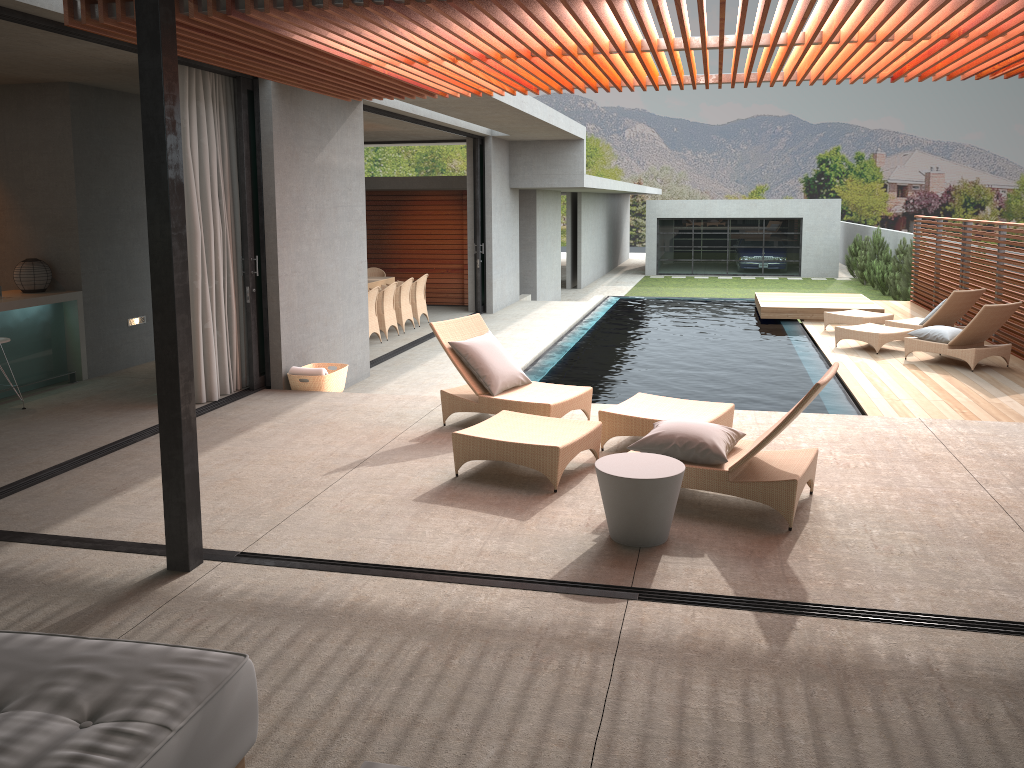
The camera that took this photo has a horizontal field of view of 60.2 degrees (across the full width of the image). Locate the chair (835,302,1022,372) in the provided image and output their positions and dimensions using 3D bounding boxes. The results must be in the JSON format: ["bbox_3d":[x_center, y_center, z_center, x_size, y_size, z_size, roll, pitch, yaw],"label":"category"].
[{"bbox_3d":[5.409,-0.768,11.676,0.702,0.818,2.317,-5,12,-26],"label":"chair"}]

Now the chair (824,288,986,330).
[{"bbox_3d":[5.833,-1.105,13.290,0.702,0.818,2.317,-5,12,-27],"label":"chair"}]

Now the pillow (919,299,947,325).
[{"bbox_3d":[6.198,-1.038,12.613,0.610,0.422,0.431,-6,11,-29],"label":"pillow"}]

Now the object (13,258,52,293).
[{"bbox_3d":[-4.751,-1.077,8.762,0.340,0.331,0.344,0,9,4],"label":"object"}]

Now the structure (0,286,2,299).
[{"bbox_3d":[-4.856,-1.001,8.135,0.258,0.437,0.098,2,8,13],"label":"structure"}]

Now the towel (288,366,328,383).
[{"bbox_3d":[-1.941,-0.025,8.601,0.369,0.308,0.313,2,10,13],"label":"towel"}]

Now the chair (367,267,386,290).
[{"bbox_3d":[-2.616,-1.664,16.049,0.617,0.854,0.637,2,9,13],"label":"chair"}]

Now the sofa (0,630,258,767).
[{"bbox_3d":[-1.445,0.977,2.057,1.013,0.724,1.616,2,11,13],"label":"sofa"}]

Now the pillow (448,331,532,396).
[{"bbox_3d":[-0.171,-0.174,7.182,0.428,0.422,0.614,5,12,30],"label":"pillow"}]

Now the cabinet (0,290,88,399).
[{"bbox_3d":[-5.158,-0.092,7.017,0.800,0.888,4.173,2,12,13],"label":"cabinet"}]

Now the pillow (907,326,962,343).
[{"bbox_3d":[5.532,-0.648,11.369,0.597,0.192,0.599,-7,13,-30],"label":"pillow"}]

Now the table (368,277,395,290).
[{"bbox_3d":[-3.032,-1.195,14.048,1.280,0.748,3.298,2,12,13],"label":"table"}]

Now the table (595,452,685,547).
[{"bbox_3d":[0.677,0.622,4.705,0.475,0.389,0.481,-1,10,-5],"label":"table"}]

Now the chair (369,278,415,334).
[{"bbox_3d":[-1.889,-1.279,14.163,0.630,0.854,0.624,2,9,13],"label":"chair"}]

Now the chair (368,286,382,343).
[{"bbox_3d":[-2.219,-0.981,12.733,0.630,0.854,0.624,2,9,13],"label":"chair"}]

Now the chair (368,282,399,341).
[{"bbox_3d":[-2.054,-1.130,13.448,0.630,0.854,0.624,2,9,13],"label":"chair"}]

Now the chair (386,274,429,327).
[{"bbox_3d":[-1.724,-1.428,14.877,0.630,0.854,0.624,2,9,13],"label":"chair"}]

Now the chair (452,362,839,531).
[{"bbox_3d":[0.778,0.237,5.505,2.299,0.819,0.707,6,11,28],"label":"chair"}]

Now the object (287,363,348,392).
[{"bbox_3d":[-1.912,0.001,8.754,0.446,0.297,0.688,2,11,12],"label":"object"}]

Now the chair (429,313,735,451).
[{"bbox_3d":[0.483,-0.028,6.793,2.301,0.818,0.706,7,11,32],"label":"chair"}]

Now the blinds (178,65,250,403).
[{"bbox_3d":[-2.723,-1.338,8.004,0.229,2.903,0.894,1,8,9],"label":"blinds"}]

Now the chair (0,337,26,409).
[{"bbox_3d":[-4.454,-0.060,7.514,0.382,0.617,0.386,2,9,13],"label":"chair"}]

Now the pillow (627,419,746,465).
[{"bbox_3d":[1.060,0.329,5.325,0.594,0.192,0.602,5,12,24],"label":"pillow"}]

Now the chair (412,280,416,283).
[{"bbox_3d":[-2.381,-1.898,20.029,0.620,0.854,0.634,8,12,42],"label":"chair"}]
